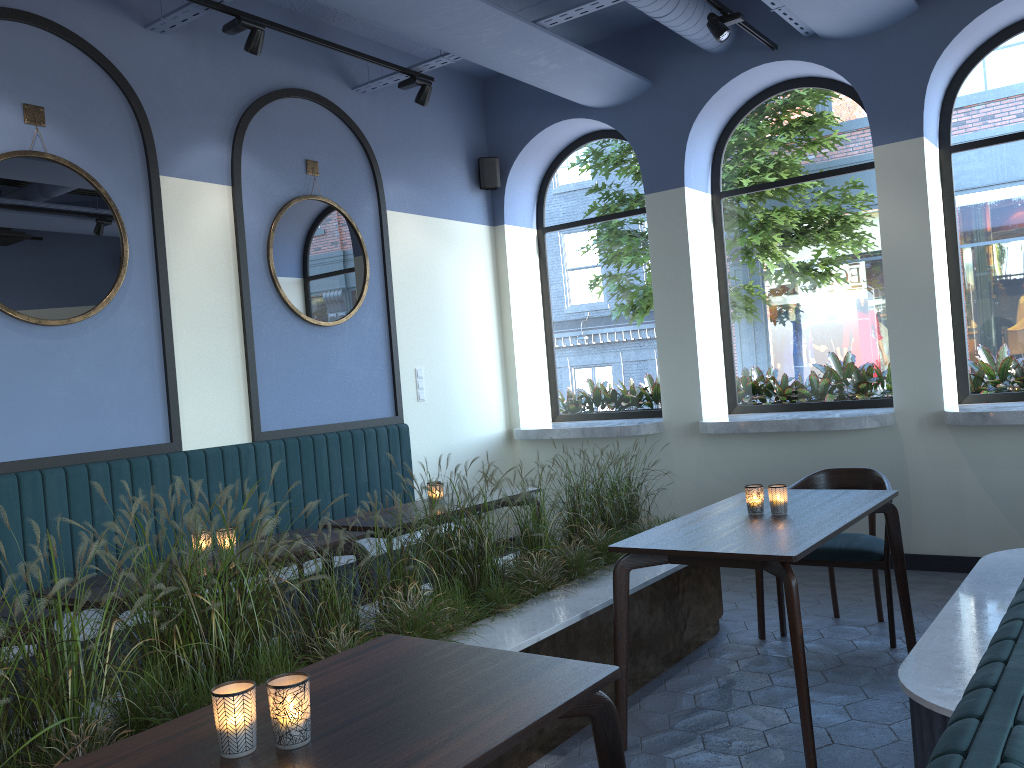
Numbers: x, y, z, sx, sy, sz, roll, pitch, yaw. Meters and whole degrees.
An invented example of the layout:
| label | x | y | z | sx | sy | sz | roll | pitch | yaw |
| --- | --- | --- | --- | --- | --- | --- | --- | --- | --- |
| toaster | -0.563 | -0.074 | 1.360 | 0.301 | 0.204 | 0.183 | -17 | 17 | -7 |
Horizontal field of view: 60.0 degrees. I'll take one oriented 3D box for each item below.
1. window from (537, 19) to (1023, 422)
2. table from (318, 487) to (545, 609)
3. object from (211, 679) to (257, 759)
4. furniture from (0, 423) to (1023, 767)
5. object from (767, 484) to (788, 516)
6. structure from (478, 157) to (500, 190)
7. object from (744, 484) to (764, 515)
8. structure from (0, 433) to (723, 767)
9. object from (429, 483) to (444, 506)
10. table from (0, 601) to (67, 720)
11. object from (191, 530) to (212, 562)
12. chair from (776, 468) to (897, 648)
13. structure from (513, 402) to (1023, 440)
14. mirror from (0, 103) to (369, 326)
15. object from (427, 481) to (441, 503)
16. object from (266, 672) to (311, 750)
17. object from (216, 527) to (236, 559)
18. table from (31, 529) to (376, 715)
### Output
| label | x | y | z | sx | sy | sz | roll | pitch | yaw |
| --- | --- | --- | --- | --- | --- | --- | --- | --- | --- |
| window | 2.605 | -1.007 | 0.756 | 3.897 | 2.394 | 14.212 | -5 | 0 | -3 |
| table | -0.370 | 1.030 | 4.810 | 0.548 | 0.755 | 1.332 | -4 | 0 | 36 |
| object | -0.508 | 0.617 | 1.633 | 0.078 | 0.120 | 0.078 | -5 | 0 | 19 |
| furniture | -0.254 | 0.831 | 3.016 | 4.703 | 1.150 | 4.800 | -4 | 0 | 36 |
| object | 1.099 | 0.478 | 3.659 | 0.078 | 0.120 | 0.078 | -5 | 0 | -37 |
| structure | -0.975 | -1.622 | 0.675 | 7.261 | 0.268 | 13.143 | -5 | 0 | 19 |
| object | 1.017 | 0.485 | 3.712 | 0.078 | 0.120 | 0.078 | -5 | 0 | -37 |
| structure | -0.531 | 0.823 | 3.216 | 1.143 | 1.207 | 4.878 | -4 | 0 | 37 |
| object | -0.401 | 0.594 | 4.740 | 0.078 | 0.120 | 0.078 | -5 | 0 | 19 |
| table | -1.998 | 1.172 | 2.562 | 0.548 | 0.755 | 1.285 | -4 | 0 | 36 |
| object | -1.284 | 0.670 | 3.675 | 0.078 | 0.120 | 0.078 | -5 | 0 | 19 |
| chair | 1.661 | 0.850 | 4.478 | 0.618 | 0.793 | 0.525 | -4 | 0 | 35 |
| structure | 2.485 | 0.234 | 0.732 | 4.315 | 0.080 | 14.155 | -5 | 0 | -3 |
| mirror | -2.281 | -0.830 | 4.380 | 0.026 | 1.089 | 4.357 | -4 | 0 | 36 |
| object | -0.421 | 0.595 | 4.835 | 0.078 | 0.120 | 0.078 | -5 | 0 | 19 |
| object | -0.413 | 0.610 | 1.654 | 0.078 | 0.120 | 0.078 | -5 | 0 | 19 |
| object | -1.188 | 0.662 | 3.695 | 0.078 | 0.120 | 0.078 | -5 | 0 | 19 |
| table | -1.190 | 1.101 | 3.678 | 0.548 | 0.755 | 1.332 | -4 | 0 | 36 |
